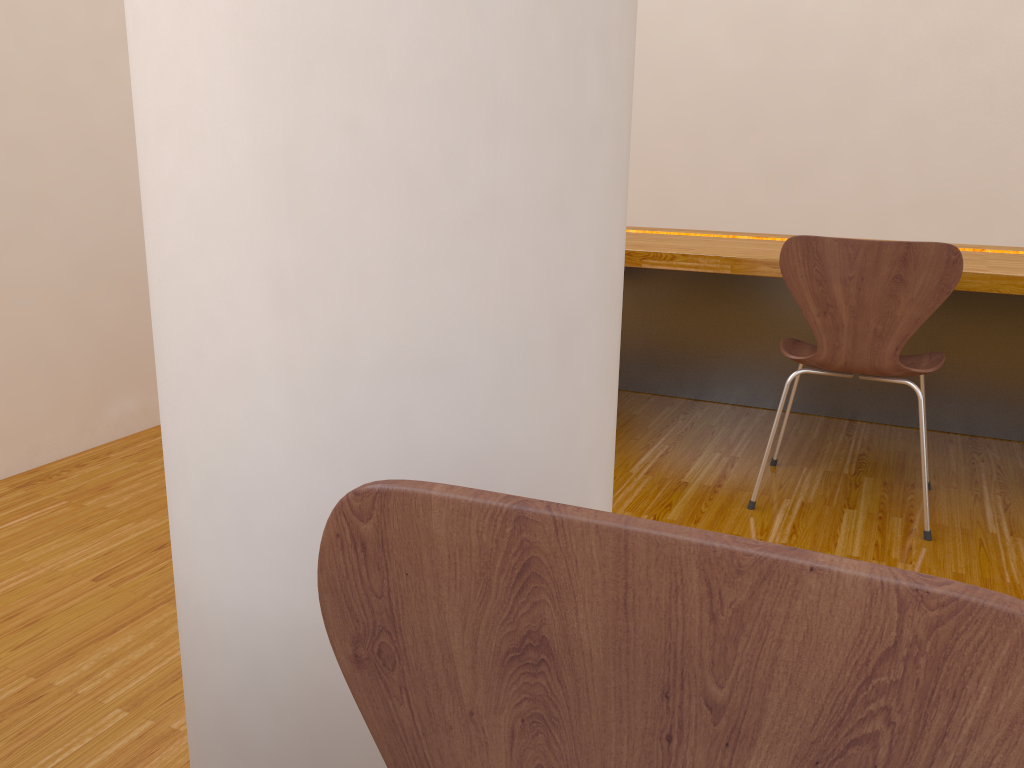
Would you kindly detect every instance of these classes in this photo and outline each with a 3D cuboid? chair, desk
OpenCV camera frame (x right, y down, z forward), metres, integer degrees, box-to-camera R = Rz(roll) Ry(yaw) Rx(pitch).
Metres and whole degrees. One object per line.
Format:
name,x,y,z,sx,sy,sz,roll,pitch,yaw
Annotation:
chair,0.874,-0.032,2.242,0.428,0.693,0.381,8,16,23
chair,-0.005,0.445,0.368,0.428,0.693,0.381,8,16,23
desk,1.072,-0.088,2.618,3.185,0.606,0.760,8,16,23
